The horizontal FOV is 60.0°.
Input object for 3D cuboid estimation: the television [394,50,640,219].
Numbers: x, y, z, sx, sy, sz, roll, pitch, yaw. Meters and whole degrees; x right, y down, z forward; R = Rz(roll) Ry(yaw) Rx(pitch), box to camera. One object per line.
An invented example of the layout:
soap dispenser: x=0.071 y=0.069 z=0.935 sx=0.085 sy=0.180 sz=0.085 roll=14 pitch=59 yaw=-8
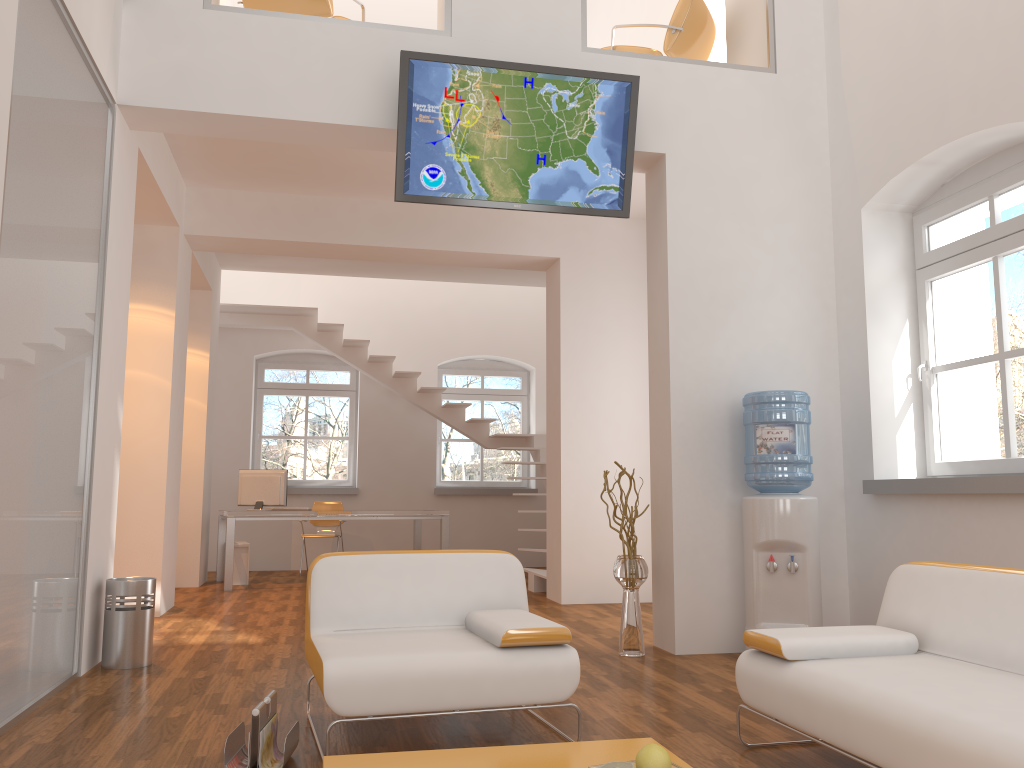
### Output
television: x=0.039 y=-1.415 z=5.101 sx=1.388 sy=0.803 sz=0.266 roll=2 pitch=-7 yaw=-12

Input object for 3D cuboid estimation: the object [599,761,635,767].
object: x=0.267 y=1.003 z=2.254 sx=0.092 sy=0.065 sz=0.091 roll=-6 pitch=-9 yaw=39

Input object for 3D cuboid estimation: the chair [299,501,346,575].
chair: x=-2.195 y=1.780 z=10.290 sx=0.495 sy=0.829 sz=0.464 roll=0 pitch=-7 yaw=3

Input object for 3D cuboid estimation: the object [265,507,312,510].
object: x=-2.393 y=1.334 z=9.504 sx=0.467 sy=0.031 sz=0.200 roll=0 pitch=-7 yaw=-2

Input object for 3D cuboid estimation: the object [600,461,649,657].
object: x=0.695 y=1.027 z=5.378 sx=0.284 sy=1.112 sz=0.655 roll=-1 pitch=-7 yaw=9

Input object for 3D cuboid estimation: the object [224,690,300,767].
object: x=-0.829 y=1.164 z=2.962 sx=0.189 sy=0.217 sz=0.281 roll=1 pitch=-7 yaw=-3

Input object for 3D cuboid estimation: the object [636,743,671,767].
object: x=0.368 y=0.990 z=2.312 sx=0.102 sy=0.095 sz=0.101 roll=7 pitch=-10 yaw=-42

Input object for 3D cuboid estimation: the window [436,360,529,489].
window: x=-0.404 y=0.537 z=11.867 sx=1.308 sy=1.737 sz=0.142 roll=2 pitch=-7 yaw=-12

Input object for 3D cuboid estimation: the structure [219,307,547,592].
structure: x=-1.219 y=0.590 z=9.543 sx=4.630 sy=3.042 sz=3.450 roll=2 pitch=-7 yaw=-12

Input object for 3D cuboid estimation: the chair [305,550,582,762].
chair: x=-0.307 y=1.003 z=3.451 sx=0.923 sy=0.661 sz=0.825 roll=2 pitch=-8 yaw=-17

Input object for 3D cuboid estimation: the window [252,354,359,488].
window: x=-2.645 y=0.468 z=11.386 sx=1.308 sy=1.737 sz=0.142 roll=2 pitch=-7 yaw=-12

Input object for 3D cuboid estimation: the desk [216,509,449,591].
desk: x=-1.903 y=1.713 z=9.383 sx=2.239 sy=0.750 sz=1.092 roll=3 pitch=-8 yaw=-22

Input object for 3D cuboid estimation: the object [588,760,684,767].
object: x=0.343 y=1.008 z=2.237 sx=0.227 sy=0.048 sz=0.227 roll=3 pitch=-8 yaw=-23

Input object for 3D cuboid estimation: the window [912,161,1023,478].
window: x=2.575 y=-0.312 z=4.678 sx=0.142 sy=1.627 sz=1.302 roll=2 pitch=-7 yaw=-12

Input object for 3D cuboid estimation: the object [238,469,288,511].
object: x=-2.581 y=1.081 z=9.061 sx=0.516 sy=0.418 sz=0.245 roll=-2 pitch=-8 yaw=17

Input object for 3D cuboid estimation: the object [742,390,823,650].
object: x=1.523 y=0.795 z=5.031 sx=0.436 sy=1.490 sz=0.436 roll=4 pitch=-8 yaw=-27

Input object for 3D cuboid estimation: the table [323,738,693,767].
table: x=0.051 y=1.097 z=2.159 sx=1.000 sy=0.150 sz=1.000 roll=2 pitch=-7 yaw=-12

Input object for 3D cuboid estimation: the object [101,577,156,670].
object: x=-2.046 y=1.270 z=4.738 sx=0.248 sy=0.450 sz=0.248 roll=-4 pitch=-9 yaw=31

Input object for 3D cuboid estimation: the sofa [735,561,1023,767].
sofa: x=1.442 y=0.871 z=2.363 sx=0.825 sy=0.661 sz=2.010 roll=2 pitch=-7 yaw=-14

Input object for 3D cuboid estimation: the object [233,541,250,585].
object: x=-2.865 y=1.865 z=9.230 sx=0.200 sy=0.422 sz=0.474 roll=3 pitch=-8 yaw=-22
